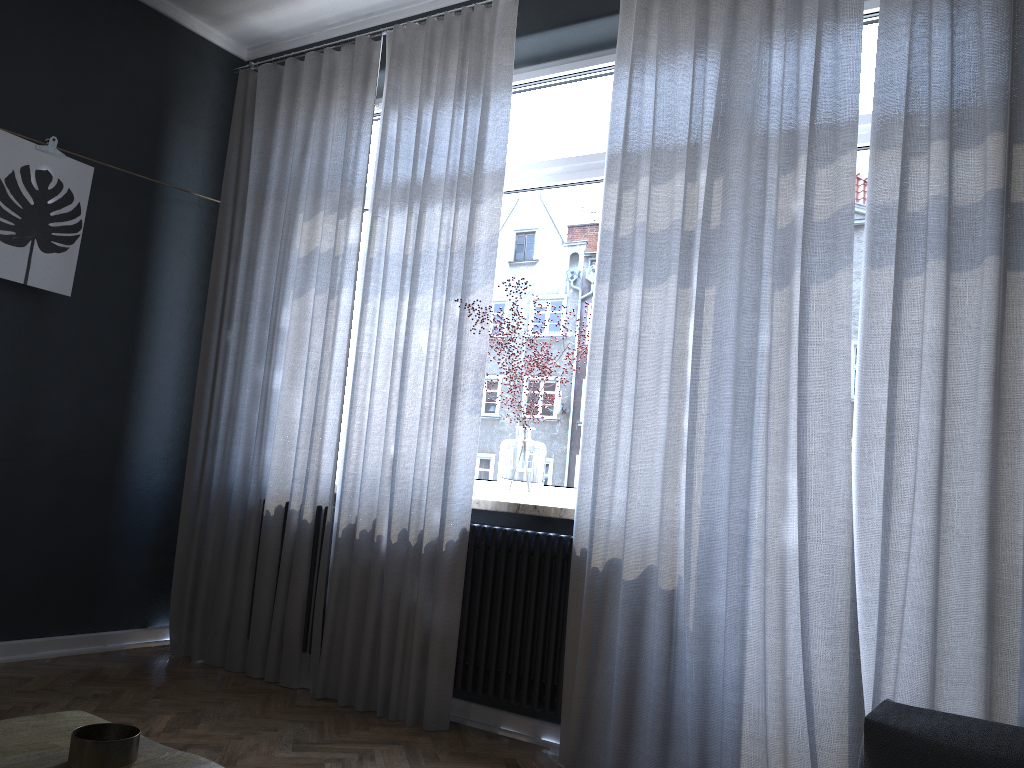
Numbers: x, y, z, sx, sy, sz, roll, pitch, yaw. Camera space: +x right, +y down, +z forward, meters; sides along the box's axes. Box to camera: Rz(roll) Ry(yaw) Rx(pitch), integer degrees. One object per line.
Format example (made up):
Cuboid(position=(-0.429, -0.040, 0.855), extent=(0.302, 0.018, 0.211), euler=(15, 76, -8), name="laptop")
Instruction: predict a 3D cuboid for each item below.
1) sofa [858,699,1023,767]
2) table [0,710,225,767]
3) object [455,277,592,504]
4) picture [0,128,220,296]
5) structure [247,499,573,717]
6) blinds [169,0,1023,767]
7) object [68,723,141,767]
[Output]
Cuboid(position=(0.358, 0.570, 0.351), extent=(0.970, 0.797, 2.344), euler=(1, -8, 33), name="sofa")
Cuboid(position=(-0.689, 0.649, 0.765), extent=(0.339, 0.549, 0.789), euler=(1, -7, 33), name="table")
Cuboid(position=(0.056, 0.041, 3.353), extent=(0.514, 0.808, 0.600), euler=(5, -6, 7), name="object")
Cuboid(position=(-2.586, -0.844, 2.554), extent=(0.058, 0.770, 4.465), euler=(2, -8, 33), name="picture")
Cuboid(position=(-0.404, 0.821, 3.493), extent=(1.846, 0.599, 0.216), euler=(1, -7, 33), name="structure")
Cuboid(position=(0.231, -0.124, 3.159), extent=(3.992, 2.784, 0.313), euler=(1, -7, 33), name="blinds")
Cuboid(position=(-0.567, 0.383, 0.892), extent=(0.103, 0.033, 0.369), euler=(-1, -9, 43), name="object")
